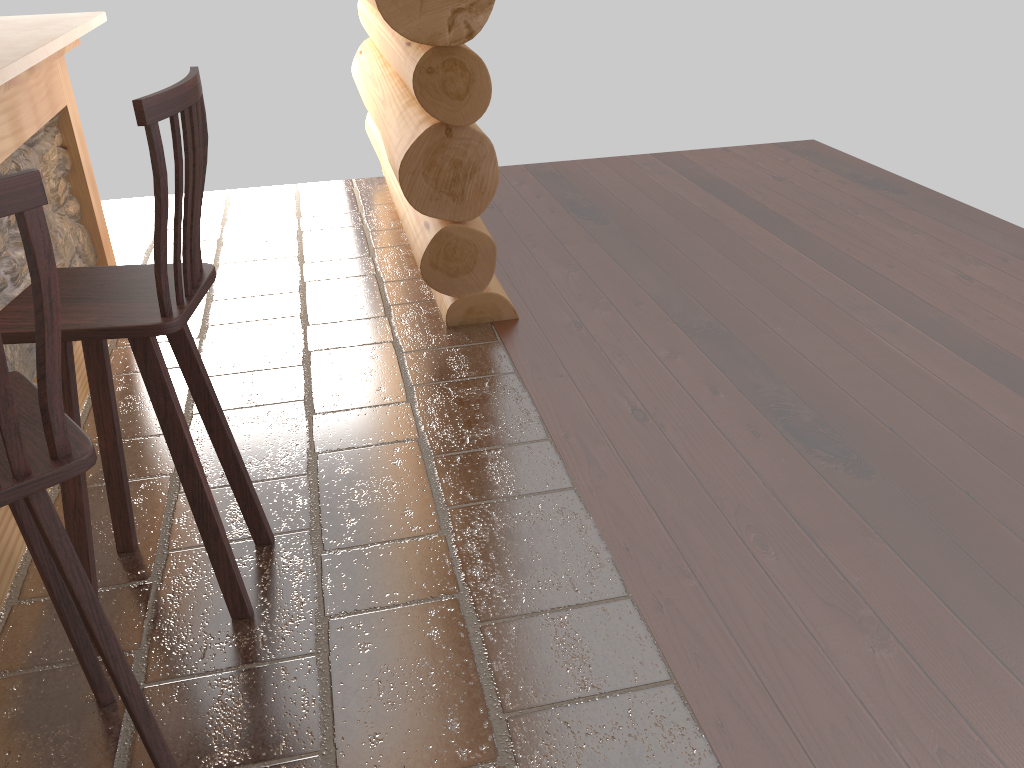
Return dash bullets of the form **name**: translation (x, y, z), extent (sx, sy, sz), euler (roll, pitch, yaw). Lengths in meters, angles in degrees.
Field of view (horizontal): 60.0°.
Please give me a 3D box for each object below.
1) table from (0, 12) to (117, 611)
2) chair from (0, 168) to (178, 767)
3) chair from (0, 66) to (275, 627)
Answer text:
- **table**: translation (-2.037, -0.319, 2.803), extent (1.196, 1.257, 3.220), euler (-8, 29, -11)
- **chair**: translation (-0.929, 0.287, 1.546), extent (0.406, 1.319, 0.504), euler (-26, 37, -37)
- **chair**: translation (-0.907, -0.038, 2.149), extent (0.504, 1.319, 0.406), euler (-3, 28, -2)
